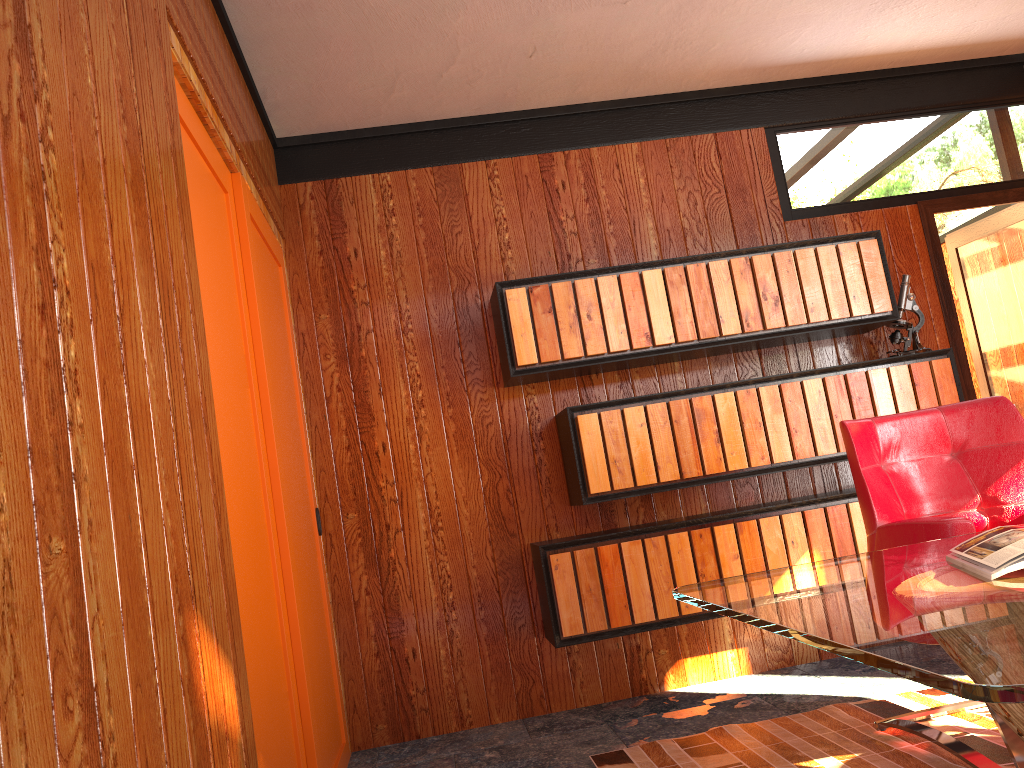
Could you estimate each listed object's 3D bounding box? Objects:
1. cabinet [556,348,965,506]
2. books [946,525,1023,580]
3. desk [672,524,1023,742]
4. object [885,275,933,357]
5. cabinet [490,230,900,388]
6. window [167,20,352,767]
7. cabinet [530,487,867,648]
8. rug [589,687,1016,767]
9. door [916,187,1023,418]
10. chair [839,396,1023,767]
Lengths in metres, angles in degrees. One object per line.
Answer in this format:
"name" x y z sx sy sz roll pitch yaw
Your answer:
"cabinet" 1.045 0.181 3.721 1.653 0.390 0.321 -9 -7 -7
"books" 0.992 0.260 1.506 0.422 0.049 0.300 -11 -7 12
"desk" 1.378 0.538 1.461 1.900 0.632 1.150 -9 -7 -7
"object" 1.674 -0.292 3.809 0.181 0.354 0.142 -14 -8 29
"cabinet" 0.762 -0.319 3.766 1.653 0.390 0.321 -9 -7 -7
"window" -0.750 0.311 2.762 0.070 2.164 1.837 -9 -7 -6
"cabinet" 0.933 0.714 3.632 1.653 0.390 0.321 -9 -7 -7
"rug" 1.567 0.883 1.934 2.439 0.042 2.410 -9 -7 -7
"door" 2.368 0.109 4.384 0.751 1.955 0.734 -9 -7 -7
"chair" 1.365 0.516 2.523 0.621 0.956 0.839 -9 -7 -7
